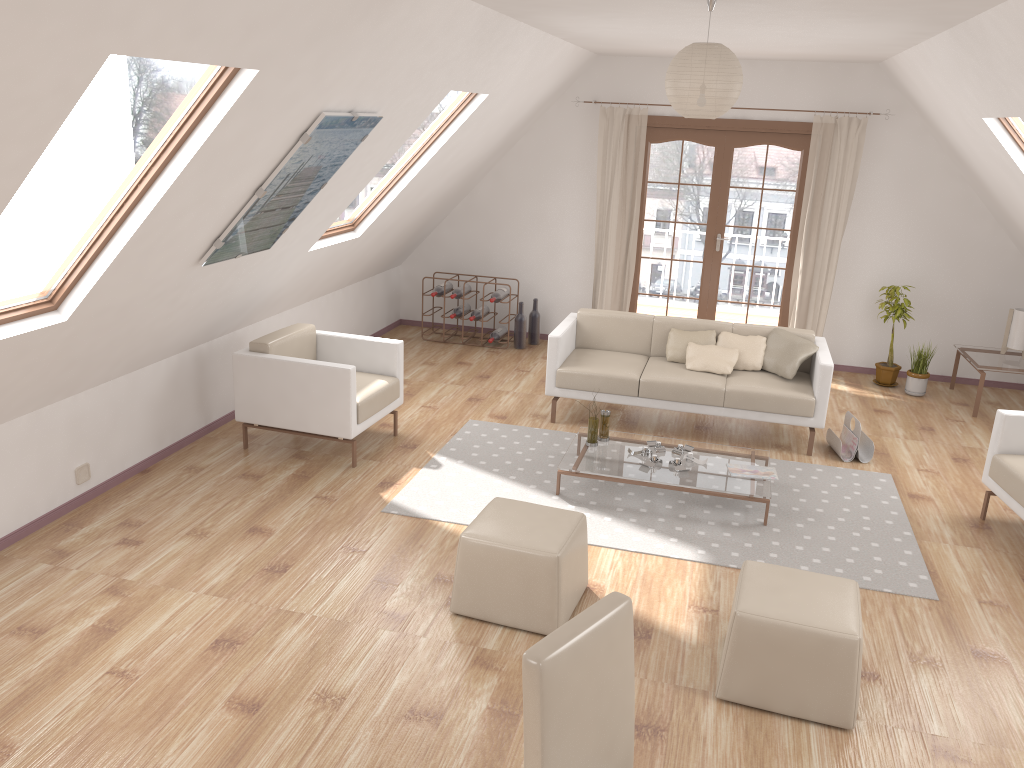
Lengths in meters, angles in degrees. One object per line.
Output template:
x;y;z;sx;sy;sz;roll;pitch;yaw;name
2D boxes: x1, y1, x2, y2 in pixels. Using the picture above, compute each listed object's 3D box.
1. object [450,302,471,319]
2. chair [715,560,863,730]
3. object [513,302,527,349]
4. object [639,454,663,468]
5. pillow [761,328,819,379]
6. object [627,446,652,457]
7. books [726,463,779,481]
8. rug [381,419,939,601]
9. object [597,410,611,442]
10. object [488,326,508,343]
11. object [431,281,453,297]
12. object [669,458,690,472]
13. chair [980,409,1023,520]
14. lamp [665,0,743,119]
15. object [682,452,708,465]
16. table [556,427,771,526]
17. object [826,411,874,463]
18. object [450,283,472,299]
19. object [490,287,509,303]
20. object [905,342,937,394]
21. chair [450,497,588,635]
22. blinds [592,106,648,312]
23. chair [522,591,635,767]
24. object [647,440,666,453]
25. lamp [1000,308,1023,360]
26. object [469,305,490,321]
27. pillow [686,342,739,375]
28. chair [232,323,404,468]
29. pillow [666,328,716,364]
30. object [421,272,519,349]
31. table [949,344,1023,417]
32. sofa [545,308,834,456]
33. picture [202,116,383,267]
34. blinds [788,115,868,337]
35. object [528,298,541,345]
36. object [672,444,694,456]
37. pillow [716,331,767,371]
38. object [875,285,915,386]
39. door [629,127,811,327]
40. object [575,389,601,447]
-0.497;-0.674;8.325;0.109;0.109;0.435;7;18;13;object
1.090;0.976;3.445;0.506;0.394;0.506;8;18;17;chair
0.079;-0.540;8.191;0.115;0.443;0.120;5;17;8;object
0.799;0.441;5.094;0.064;0.052;0.143;18;23;42;object
1.908;-0.216;6.168;0.269;0.276;0.424;-6;19;-25;pillow
0.758;0.394;5.241;0.143;0.052;0.064;7;18;13;object
1.374;0.501;5.060;0.280;0.005;0.192;4;17;6;books
0.848;0.631;5.208;2.800;0.007;1.600;7;18;13;rug
0.566;0.255;5.431;0.075;0.185;0.075;-13;23;-42;object
-0.144;-0.449;8.294;0.109;0.109;0.435;7;18;13;object
-0.668;-0.874;8.310;0.110;0.110;0.439;7;18;13;object
0.955;0.460;5.056;0.064;0.051;0.143;-2;18;-15;object
3.032;0.543;4.620;0.820;0.706;0.748;4;17;4;chair
0.853;-1.428;3.905;0.340;0.497;0.340;-10;21;-35;lamp
1.068;0.430;5.167;0.143;0.052;0.064;7;18;13;object
0.907;0.530;5.234;1.173;0.190;0.730;7;18;13;table
2.259;0.341;5.911;0.212;0.267;0.315;3;17;1;object
-0.490;-0.852;8.273;0.109;0.109;0.435;7;18;13;object
-0.129;-0.809;8.186;0.109;0.109;0.435;7;18;13;object
3.356;-0.144;7.282;0.234;0.480;0.209;-3;18;-19;object
0.051;0.780;3.934;0.506;0.394;0.506;8;18;18;chair
0.935;-1.401;8.054;0.423;2.130;0.120;6;17;11;blinds
0.352;1.078;1.989;0.618;0.999;0.477;16;21;37;chair
0.871;0.365;5.352;0.064;0.052;0.143;-2;18;-15;object
4.078;-0.408;7.106;0.180;0.375;0.221;-12;22;-40;lamp
-0.317;-0.649;8.283;0.109;0.109;0.435;7;18;13;object
1.392;-0.174;6.214;0.363;0.170;0.227;8;18;18;pillow
-1.201;0.037;5.652;0.820;0.706;0.748;8;18;16;chair
1.286;-0.273;6.376;0.351;0.235;0.185;8;18;17;pillow
-0.393;-0.698;8.335;0.854;0.608;0.417;7;18;13;object
3.972;-0.003;7.079;0.730;0.390;0.773;6;17;12;table
1.243;-0.064;6.337;1.880;0.706;0.820;7;18;13;sofa
-1.091;-0.977;4.457;0.683;0.738;0.650;7;18;13;picture
2.662;-1.187;7.599;0.424;2.129;0.123;5;17;9;blinds
0.214;-0.587;8.366;0.115;0.443;0.120;5;17;8;object
1.026;0.383;5.314;0.064;0.052;0.143;18;23;42;object
1.614;-0.232;6.292;0.351;0.225;0.196;8;18;18;pillow
3.204;-0.415;7.512;0.311;0.846;0.307;4;17;6;object
1.811;-1.235;7.961;1.546;2.001;0.098;7;18;13;door
0.482;0.196;5.316;0.184;0.359;0.123;-9;20;-33;object
